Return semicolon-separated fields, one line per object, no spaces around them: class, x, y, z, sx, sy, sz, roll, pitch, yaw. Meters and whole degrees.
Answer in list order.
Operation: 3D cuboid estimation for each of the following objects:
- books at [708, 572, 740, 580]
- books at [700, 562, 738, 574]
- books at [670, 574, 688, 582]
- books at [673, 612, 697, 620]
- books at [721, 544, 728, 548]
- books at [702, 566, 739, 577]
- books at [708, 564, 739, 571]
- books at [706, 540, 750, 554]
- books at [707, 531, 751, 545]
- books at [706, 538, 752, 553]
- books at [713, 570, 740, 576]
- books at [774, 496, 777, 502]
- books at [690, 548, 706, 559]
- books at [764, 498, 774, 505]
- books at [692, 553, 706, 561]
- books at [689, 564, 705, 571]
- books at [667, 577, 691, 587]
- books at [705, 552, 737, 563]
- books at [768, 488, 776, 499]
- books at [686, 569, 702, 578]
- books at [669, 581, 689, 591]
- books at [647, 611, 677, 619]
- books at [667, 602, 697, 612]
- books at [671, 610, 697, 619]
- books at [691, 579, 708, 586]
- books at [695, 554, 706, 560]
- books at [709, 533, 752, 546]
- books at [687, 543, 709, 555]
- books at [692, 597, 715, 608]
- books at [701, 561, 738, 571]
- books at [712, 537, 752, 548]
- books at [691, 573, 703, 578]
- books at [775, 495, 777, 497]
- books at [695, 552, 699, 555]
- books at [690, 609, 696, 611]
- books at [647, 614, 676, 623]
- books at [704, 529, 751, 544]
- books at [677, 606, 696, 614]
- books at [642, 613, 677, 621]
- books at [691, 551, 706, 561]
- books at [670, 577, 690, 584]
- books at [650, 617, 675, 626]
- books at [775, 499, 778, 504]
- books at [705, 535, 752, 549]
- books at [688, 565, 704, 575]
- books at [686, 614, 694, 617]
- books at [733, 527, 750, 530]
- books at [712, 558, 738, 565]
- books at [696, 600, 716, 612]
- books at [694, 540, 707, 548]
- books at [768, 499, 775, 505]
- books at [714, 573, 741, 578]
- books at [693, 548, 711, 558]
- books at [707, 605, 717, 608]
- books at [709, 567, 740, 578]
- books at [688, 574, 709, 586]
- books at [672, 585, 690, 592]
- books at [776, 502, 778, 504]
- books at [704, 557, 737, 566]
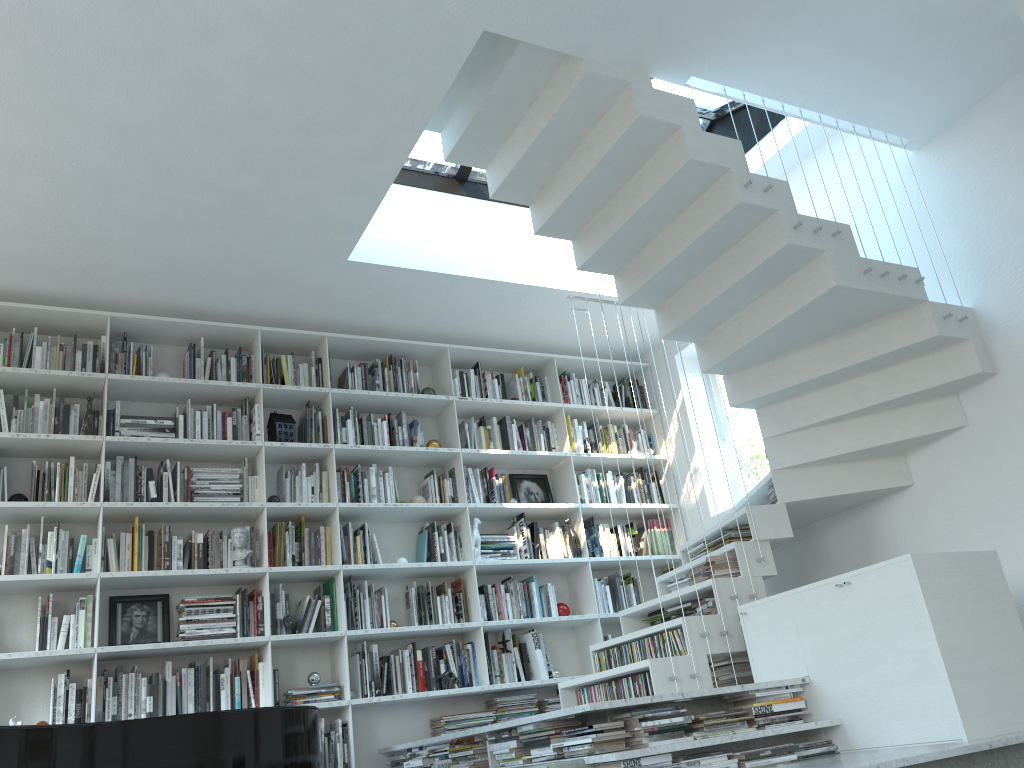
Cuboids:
books;1.149;1.008;4.633;0.254;0.007;0.189;-7;-23;-3
books;1.140;0.952;4.627;0.295;0.007;0.146;-8;-23;0
books;1.034;1.121;5.140;0.157;0.014;0.181;5;-26;-30
books;0.989;1.253;4.791;0.150;0.013;0.220;2;-25;-23
books;1.226;0.928;4.958;0.182;0.013;0.288;-2;-23;-15
books;1.142;0.968;4.620;0.295;0.006;0.147;-10;-23;4
books;1.143;0.966;4.638;0.232;0.011;0.172;-11;-23;6
books;1.224;0.916;4.963;0.191;0.014;0.245;-2;-23;-16
books;1.229;0.868;4.987;0.174;0.009;0.241;0;-24;-20
books;1.230;0.905;4.970;0.187;0.009;0.262;0;-24;-19
books;1.147;0.994;4.624;0.222;0.011;0.181;-9;-23;1
books;1.555;0.593;4.802;0.238;0.018;0.174;-7;-23;-3
books;1.181;0.994;5.253;0.168;0.005;0.293;-4;-23;-11
books;1.557;0.654;5.048;0.182;0.016;0.199;-5;-23;-9
books;1.182;1.017;5.243;0.170;0.006;0.269;-1;-24;-18
books;1.084;1.009;4.892;0.155;0.009;0.155;4;-26;-28
books;1.026;1.145;5.124;0.173;0.011;0.204;7;-27;-32
books;1.135;0.915;4.653;0.234;0.025;0.158;-11;-23;7
books;1.547;0.566;4.808;0.262;0.023;0.201;-7;-23;-3
books;1.090;1.031;4.876;0.218;0.012;0.156;-3;-23;-13
books;1.042;1.158;5.126;0.149;0.016;0.240;5;-26;-30
books;0.881;1.299;4.988;0.161;0.012;0.195;6;-26;-30
books;0.971;1.205;4.805;0.177;0.014;0.194;7;-27;-33
books;0.975;1.241;4.790;0.189;0.012;0.156;3;-25;-25
books;1.101;1.079;4.848;0.188;0.005;0.182;4;-26;-28
books;1.185;1.023;5.241;0.184;0.006;0.263;-2;-23;-14
books;1.239;0.877;4.986;0.144;0.011;0.258;1;-24;-22
books;1.172;0.970;5.262;0.190;0.015;0.231;-2;-23;-15
books;1.032;1.114;4.536;0.168;0.014;0.213;-4;-23;-10
books;1.139;0.945;4.630;0.295;0.007;0.146;-10;-23;4
books;1.239;0.895;4.978;0.154;0.014;0.197;-2;-23;-16
books;1.084;1.050;4.887;0.159;0.012;0.129;-2;-23;-14
books;1.553;0.585;4.816;0.208;0.008;0.144;-4;-23;-10
books;1.200;0.983;5.262;0.136;0.017;0.299;-3;-23;-13
books;1.002;1.234;4.808;0.129;0.008;0.186;5;-26;-29
books;0.882;1.314;4.981;0.160;0.009;0.208;6;-27;-31
books;1.219;0.858;4.988;0.191;0.013;0.244;-1;-24;-18
books;0.995;1.221;4.810;0.133;0.017;0.179;2;-25;-24
books;0.865;1.306;4.975;0.198;0.006;0.189;6;-27;-31
books;1.182;1.009;5.246;0.171;0.011;0.233;-1;-24;-18
books;1.033;1.134;5.134;0.157;0.014;0.181;6;-27;-32
books;0.890;1.329;4.978;0.140;0.022;0.182;8;-27;-34
books;1.558;0.607;4.795;0.223;0.015;0.180;-6;-23;-6
books;1.228;0.885;4.978;0.176;0.007;0.255;1;-24;-21
books;1.088;1.019;4.882;0.166;0.017;0.191;3;-25;-26
books;0.980;1.265;4.780;0.184;0.013;0.226;6;-26;-30
books;1.244;0.849;5.001;0.134;0.007;0.299;0;-24;-20
books;1.139;0.941;4.650;0.184;0.016;0.180;-8;-23;-2
books;1.047;1.132;4.530;0.141;0.028;0.223;-4;-23;-11
books;1.180;0.956;5.270;0.165;0.014;0.237;-3;-23;-12
books;1.560;0.663;5.045;0.192;0.006;0.300;-6;-23;-5
books;1.150;1.012;4.620;0.215;0.013;0.190;-9;-23;2
books;1.183;1.000;5.251;0.162;0.008;0.291;-4;-23;-11
books;1.041;1.149;4.522;0.161;0.007;0.255;-4;-23;-10
books;1.144;0.977;4.617;0.214;0.014;0.139;-7;-23;-3
books;1.100;1.059;4.852;0.178;0.035;0.222;2;-25;-24
books;1.049;1.175;5.122;0.143;0.019;0.231;5;-26;-29
books;1.559;0.618;4.792;0.241;0.008;0.169;-7;-23;-2
books;1.136;0.926;4.640;0.254;0.005;0.161;-9;-23;2
